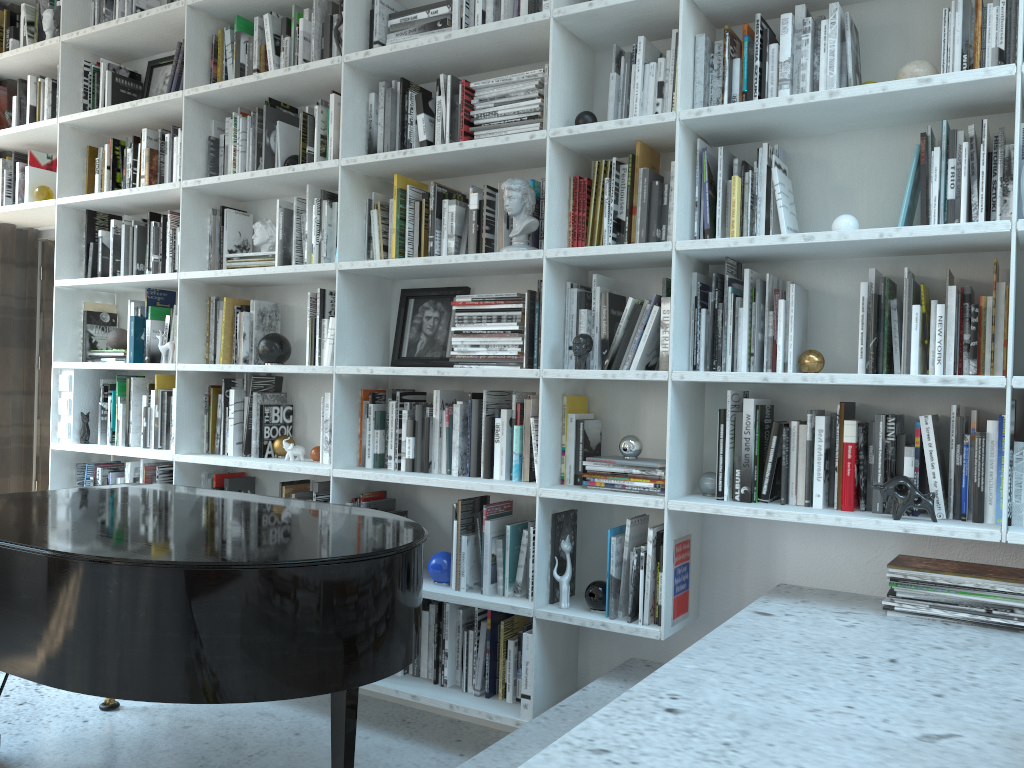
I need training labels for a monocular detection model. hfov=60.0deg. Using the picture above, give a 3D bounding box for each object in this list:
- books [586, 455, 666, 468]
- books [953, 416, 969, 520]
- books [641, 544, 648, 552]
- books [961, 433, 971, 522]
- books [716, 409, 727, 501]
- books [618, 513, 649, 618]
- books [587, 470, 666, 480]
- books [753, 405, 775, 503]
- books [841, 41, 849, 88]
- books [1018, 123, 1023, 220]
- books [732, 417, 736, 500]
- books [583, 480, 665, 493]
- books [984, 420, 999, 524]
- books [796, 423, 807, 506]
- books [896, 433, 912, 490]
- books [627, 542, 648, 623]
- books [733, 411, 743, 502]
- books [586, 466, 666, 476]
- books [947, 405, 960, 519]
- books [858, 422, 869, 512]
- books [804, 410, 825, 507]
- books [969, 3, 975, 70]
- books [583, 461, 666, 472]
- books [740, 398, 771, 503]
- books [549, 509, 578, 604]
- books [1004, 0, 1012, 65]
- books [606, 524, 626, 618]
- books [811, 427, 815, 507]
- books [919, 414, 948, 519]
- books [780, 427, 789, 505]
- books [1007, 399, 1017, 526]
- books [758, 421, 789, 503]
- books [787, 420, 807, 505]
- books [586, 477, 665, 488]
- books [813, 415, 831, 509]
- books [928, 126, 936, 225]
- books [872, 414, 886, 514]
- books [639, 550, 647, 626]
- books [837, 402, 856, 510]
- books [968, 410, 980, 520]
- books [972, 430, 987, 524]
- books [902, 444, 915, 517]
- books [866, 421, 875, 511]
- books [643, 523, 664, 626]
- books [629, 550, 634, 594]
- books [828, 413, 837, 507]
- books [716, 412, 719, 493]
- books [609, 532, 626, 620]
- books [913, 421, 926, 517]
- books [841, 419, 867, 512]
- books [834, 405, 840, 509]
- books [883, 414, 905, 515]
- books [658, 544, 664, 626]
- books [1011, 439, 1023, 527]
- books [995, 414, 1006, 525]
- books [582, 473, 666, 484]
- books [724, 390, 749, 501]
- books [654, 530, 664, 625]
[{"bbox_3d":[0.378,0.238,2.729,0.254,0.012,0.161,1,0,40],"label":"books"},{"bbox_3d":[1.179,0.217,2.329,0.021,0.265,0.150,2,0,31],"label":"books"},{"bbox_3d":[0.418,0.590,2.666,0.012,0.225,0.149,2,0,31],"label":"books"},{"bbox_3d":[1.187,0.239,2.310,0.013,0.220,0.168,2,0,31],"label":"books"},{"bbox_3d":[0.646,0.204,2.618,0.023,0.262,0.186,2,0,31],"label":"books"},{"bbox_3d":[0.372,0.551,2.705,0.032,0.300,0.149,2,0,31],"label":"books"},{"bbox_3d":[0.382,0.274,2.736,0.254,0.012,0.161,1,0,36],"label":"books"},{"bbox_3d":[0.733,0.199,2.579,0.010,0.277,0.174,2,0,31],"label":"books"},{"bbox_3d":[0.947,-0.853,2.501,0.015,0.189,0.103,2,0,31],"label":"books"},{"bbox_3d":[1.313,-0.516,2.270,0.028,0.270,0.128,2,0,31],"label":"books"},{"bbox_3d":[0.684,0.217,2.626,0.015,0.240,0.152,2,0,31],"label":"books"},{"bbox_3d":[0.381,0.311,2.737,0.285,0.012,0.159,1,0,36],"label":"books"},{"bbox_3d":[1.237,0.221,2.282,0.026,0.258,0.156,2,0,31],"label":"books"},{"bbox_3d":[0.844,0.227,2.528,0.024,0.228,0.159,2,0,31],"label":"books"},{"bbox_3d":[1.059,0.241,2.399,0.022,0.211,0.135,2,0,31],"label":"books"},{"bbox_3d":[0.394,0.590,2.661,0.026,0.225,0.175,2,0,31],"label":"books"},{"bbox_3d":[0.688,0.209,2.596,0.023,0.256,0.178,2,0,31],"label":"books"},{"bbox_3d":[0.376,0.262,2.728,0.254,0.012,0.161,1,0,31],"label":"books"},{"bbox_3d":[1.165,0.202,2.337,0.013,0.294,0.134,2,0,31],"label":"books"},{"bbox_3d":[0.978,0.225,2.449,0.025,0.238,0.156,2,0,31],"label":"books"},{"bbox_3d":[0.859,0.207,2.516,0.014,0.268,0.171,2,0,31],"label":"books"},{"bbox_3d":[1.218,-0.866,2.340,0.011,0.227,0.131,2,0,31],"label":"books"},{"bbox_3d":[0.382,0.250,2.735,0.285,0.012,0.159,1,0,35],"label":"books"},{"bbox_3d":[0.711,0.190,2.581,0.030,0.294,0.188,2,0,31],"label":"books"},{"bbox_3d":[0.167,0.554,2.864,0.012,0.285,0.159,2,0,31],"label":"books"},{"bbox_3d":[1.279,-0.861,2.283,0.013,0.221,0.155,2,0,31],"label":"books"},{"bbox_3d":[0.327,0.568,2.719,0.005,0.264,0.162,2,0,31],"label":"books"},{"bbox_3d":[0.873,0.231,2.514,0.012,0.221,0.153,2,0,31],"label":"books"},{"bbox_3d":[1.124,0.214,2.350,0.070,0.266,0.186,2,0,31],"label":"books"},{"bbox_3d":[0.801,0.231,2.546,0.011,0.217,0.175,2,0,31],"label":"books"},{"bbox_3d":[1.270,0.195,2.254,0.010,0.312,0.170,2,0,31],"label":"books"},{"bbox_3d":[0.768,0.223,2.565,0.065,0.231,0.162,2,0,31],"label":"books"},{"bbox_3d":[0.823,0.223,2.545,0.029,0.234,0.142,2,0,31],"label":"books"},{"bbox_3d":[0.380,0.299,2.735,0.254,0.012,0.161,1,0,37],"label":"books"},{"bbox_3d":[0.881,0.215,2.491,0.025,0.252,0.181,2,0,31],"label":"books"},{"bbox_3d":[1.127,-0.531,2.380,0.016,0.290,0.135,2,0,31],"label":"books"},{"bbox_3d":[1.013,0.214,2.417,0.026,0.262,0.173,2,0,31],"label":"books"},{"bbox_3d":[0.419,0.597,2.645,0.011,0.212,0.178,2,0,31],"label":"books"},{"bbox_3d":[0.928,0.196,2.459,0.012,0.293,0.175,2,0,31],"label":"books"},{"bbox_3d":[1.212,0.209,2.326,0.012,0.282,0.143,2,0,31],"label":"books"},{"bbox_3d":[1.211,0.236,2.290,0.025,0.228,0.175,2,0,31],"label":"books"},{"bbox_3d":[1.076,0.256,2.382,0.025,0.181,0.169,2,0,31],"label":"books"},{"bbox_3d":[1.001,0.223,2.443,0.021,0.242,0.131,2,0,31],"label":"books"},{"bbox_3d":[0.438,0.561,2.643,0.021,0.285,0.172,2,0,31],"label":"books"},{"bbox_3d":[0.389,0.601,2.692,0.013,0.202,0.139,2,0,31],"label":"books"},{"bbox_3d":[0.915,0.212,2.508,0.016,0.261,0.098,2,0,31],"label":"books"},{"bbox_3d":[0.641,0.209,2.644,0.012,0.254,0.161,2,0,31],"label":"books"},{"bbox_3d":[0.341,0.578,2.701,0.014,0.246,0.176,2,0,31],"label":"books"},{"bbox_3d":[1.093,0.222,2.375,0.012,0.249,0.164,2,0,31],"label":"books"},{"bbox_3d":[0.947,0.221,2.451,0.031,0.244,0.184,2,0,31],"label":"books"},{"bbox_3d":[0.928,0.200,2.484,0.012,0.285,0.159,2,0,31],"label":"books"},{"bbox_3d":[1.038,0.214,2.410,0.026,0.263,0.169,2,0,31],"label":"books"},{"bbox_3d":[0.468,0.587,2.634,0.013,0.233,0.149,2,0,31],"label":"books"},{"bbox_3d":[1.286,0.248,2.248,0.027,0.208,0.164,2,0,31],"label":"books"},{"bbox_3d":[1.259,0.215,2.270,0.025,0.272,0.171,2,0,31],"label":"books"},{"bbox_3d":[0.379,0.286,2.733,0.285,0.012,0.159,1,0,34],"label":"books"},{"bbox_3d":[0.662,0.178,2.611,0.010,0.316,0.187,2,0,31],"label":"books"},{"bbox_3d":[0.464,0.569,2.653,0.015,0.271,0.157,2,0,31],"label":"books"}]
